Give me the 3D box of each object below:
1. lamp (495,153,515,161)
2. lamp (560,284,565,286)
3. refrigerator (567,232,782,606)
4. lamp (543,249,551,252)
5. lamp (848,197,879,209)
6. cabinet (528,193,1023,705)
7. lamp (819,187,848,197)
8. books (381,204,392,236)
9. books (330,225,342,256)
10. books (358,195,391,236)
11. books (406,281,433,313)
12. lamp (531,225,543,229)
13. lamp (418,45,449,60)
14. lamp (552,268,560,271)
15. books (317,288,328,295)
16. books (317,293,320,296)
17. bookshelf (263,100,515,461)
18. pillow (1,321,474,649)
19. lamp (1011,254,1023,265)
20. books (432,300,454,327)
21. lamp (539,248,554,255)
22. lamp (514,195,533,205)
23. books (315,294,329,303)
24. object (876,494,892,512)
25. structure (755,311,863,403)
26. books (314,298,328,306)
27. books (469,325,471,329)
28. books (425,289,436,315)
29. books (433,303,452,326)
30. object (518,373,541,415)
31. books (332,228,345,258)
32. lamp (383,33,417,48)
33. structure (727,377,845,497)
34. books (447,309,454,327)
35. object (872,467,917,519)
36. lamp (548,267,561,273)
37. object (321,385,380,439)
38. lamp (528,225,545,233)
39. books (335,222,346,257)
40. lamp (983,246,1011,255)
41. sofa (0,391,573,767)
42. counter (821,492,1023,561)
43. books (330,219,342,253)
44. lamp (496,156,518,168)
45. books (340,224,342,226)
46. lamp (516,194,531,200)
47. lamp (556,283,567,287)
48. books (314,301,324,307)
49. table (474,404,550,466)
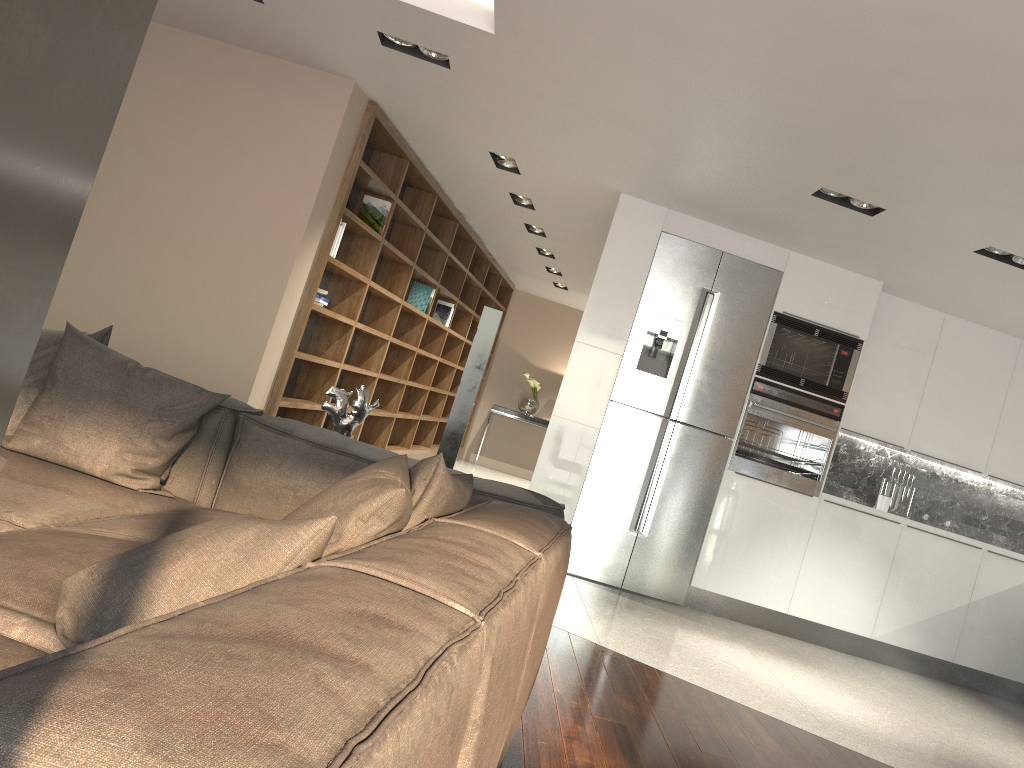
[{"bbox_3d":[-0.044,-1.554,5.920,0.168,0.077,0.185,16,-2,42],"label":"lamp"},{"bbox_3d":[0.596,-1.252,10.741,0.177,0.077,0.176,17,-2,0],"label":"lamp"},{"bbox_3d":[1.061,0.234,6.117,0.881,2.349,0.577,18,-3,-4],"label":"refrigerator"},{"bbox_3d":[0.343,-1.372,8.818,0.177,0.077,0.176,17,-2,0],"label":"lamp"},{"bbox_3d":[1.884,-0.982,4.688,0.183,0.077,0.170,18,-2,-20],"label":"lamp"},{"bbox_3d":[2.515,0.539,3.173,4.482,2.505,6.856,17,-1,-2],"label":"cabinet"},{"bbox_3d":[1.711,-1.036,4.668,0.178,0.077,0.175,17,-2,-3],"label":"lamp"},{"bbox_3d":[-0.991,-1.212,6.386,0.176,0.252,0.024,17,-4,4],"label":"books"},{"bbox_3d":[-1.183,-0.929,5.595,0.154,0.205,0.021,17,-4,4],"label":"books"},{"bbox_3d":[-1.001,-1.214,6.330,0.191,0.248,0.043,17,-4,4],"label":"books"},{"bbox_3d":[-0.859,-0.803,8.134,0.199,0.260,0.014,17,-4,4],"label":"books"},{"bbox_3d":[0.213,-1.433,7.848,0.177,0.077,0.176,17,-2,0],"label":"lamp"},{"bbox_3d":[-0.388,-1.692,4.436,0.185,0.077,0.168,18,-2,-38],"label":"lamp"},{"bbox_3d":[0.471,-1.311,9.782,0.177,0.077,0.176,17,-2,0],"label":"lamp"},{"bbox_3d":[-1.294,-0.618,5.744,0.161,0.020,0.197,18,-1,-23],"label":"books"},{"bbox_3d":[-1.352,-0.614,5.722,0.147,0.023,0.222,17,-1,4],"label":"books"},{"bbox_3d":[-0.913,-0.403,8.675,0.287,2.495,6.600,17,-1,8],"label":"bookshelf"},{"bbox_3d":[-0.716,0.192,2.257,1.109,0.432,1.994,19,-2,-41],"label":"pillow"},{"bbox_3d":[2.814,-0.691,4.793,0.183,0.077,0.170,18,-2,-20],"label":"lamp"},{"bbox_3d":[-0.714,-0.728,9.058,0.173,0.244,0.019,17,-4,4],"label":"books"},{"bbox_3d":[0.367,-1.360,8.996,0.175,0.077,0.178,17,-2,7],"label":"lamp"},{"bbox_3d":[0.108,-1.482,7.064,0.168,0.077,0.186,16,-2,43],"label":"lamp"},{"bbox_3d":[-1.311,-0.578,5.727,0.161,0.023,0.234,17,-1,8],"label":"books"},{"bbox_3d":[2.667,0.855,6.312,0.087,0.117,0.096,15,-4,46],"label":"object"},{"bbox_3d":[2.018,-0.175,6.270,0.666,0.451,0.606,17,-2,-4],"label":"structure"},{"bbox_3d":[-1.311,-0.555,5.722,0.176,0.019,0.242,17,-1,-2],"label":"books"},{"bbox_3d":[-0.573,-0.641,10.196,0.154,0.205,0.021,17,-4,4],"label":"books"},{"bbox_3d":[-0.838,-0.788,8.154,0.192,0.246,0.028,17,-4,4],"label":"books"},{"bbox_3d":[-0.720,-0.711,9.036,0.154,0.205,0.022,17,-4,4],"label":"books"},{"bbox_3d":[0.259,0.146,12.152,0.336,0.547,0.282,19,-3,-29],"label":"object"},{"bbox_3d":[-1.184,-0.928,5.667,0.154,0.205,0.021,17,-4,4],"label":"books"},{"bbox_3d":[-0.561,-1.746,4.417,0.176,0.077,0.177,17,-2,3],"label":"lamp"},{"bbox_3d":[1.849,0.363,6.189,0.671,0.652,0.643,18,-2,-3],"label":"structure"},{"bbox_3d":[-0.706,-0.706,9.121,0.154,0.205,0.021,17,-4,4],"label":"books"},{"bbox_3d":[2.810,0.787,6.413,0.292,0.336,0.060,18,-3,-2],"label":"object"},{"bbox_3d":[0.495,-1.300,9.960,0.175,0.077,0.178,17,-2,7],"label":"lamp"},{"bbox_3d":[-0.628,0.140,3.435,0.298,0.288,0.271,19,-3,-33],"label":"object"},{"bbox_3d":[0.237,-1.421,8.026,0.175,0.077,0.178,17,-2,7],"label":"lamp"},{"bbox_3d":[-1.193,-0.949,5.687,0.173,0.244,0.019,17,-4,4],"label":"books"},{"bbox_3d":[2.641,-0.745,4.773,0.178,0.077,0.175,17,-2,-3],"label":"lamp"},{"bbox_3d":[-1.295,0.267,1.798,2.710,0.705,2.504,17,-1,6],"label":"sofa"},{"bbox_3d":[3.257,1.086,4.682,2.713,0.041,3.992,17,-1,-2],"label":"counter"},{"bbox_3d":[-1.191,-0.952,5.532,0.173,0.244,0.019,17,-4,4],"label":"books"},{"bbox_3d":[-0.020,-1.543,6.099,0.168,0.077,0.186,16,-2,43],"label":"lamp"},{"bbox_3d":[-1.194,-0.939,5.647,0.150,0.223,0.023,17,-4,4],"label":"books"},{"bbox_3d":[0.084,-1.493,6.885,0.168,0.077,0.185,16,-2,42],"label":"lamp"},{"bbox_3d":[0.619,-1.241,10.920,0.175,0.077,0.178,17,-2,7],"label":"lamp"},{"bbox_3d":[-1.321,-0.537,5.739,0.161,0.022,0.197,18,-1,-23],"label":"books"},{"bbox_3d":[0.294,0.898,12.134,1.444,0.868,0.441,18,-3,-6],"label":"table"}]
